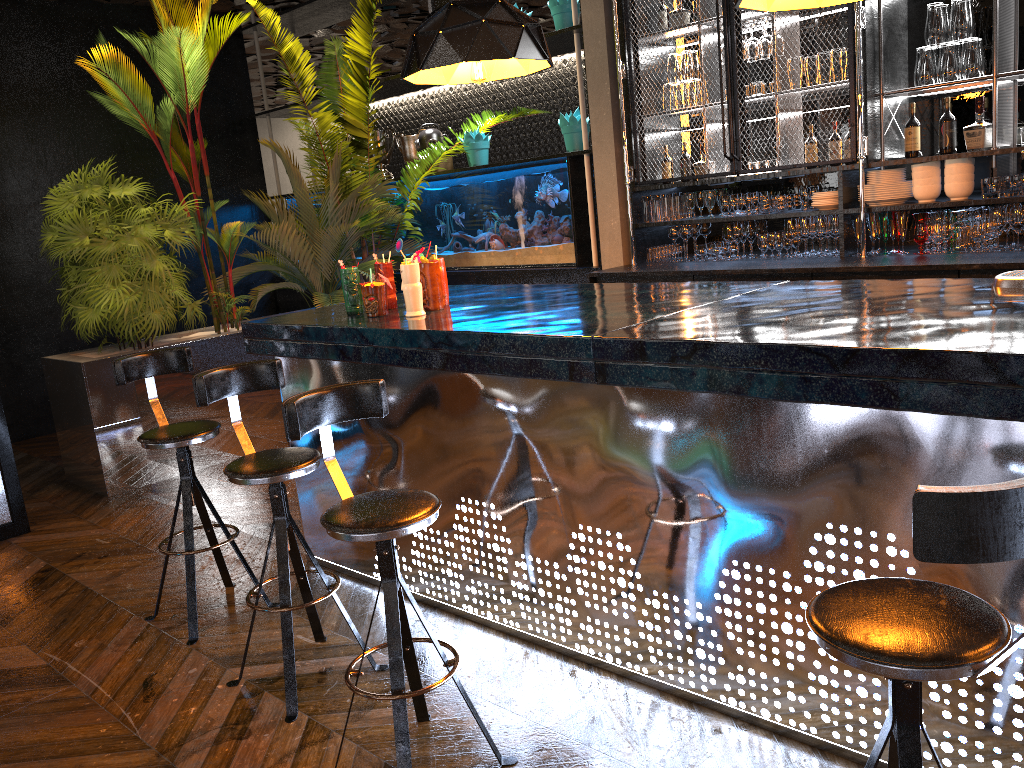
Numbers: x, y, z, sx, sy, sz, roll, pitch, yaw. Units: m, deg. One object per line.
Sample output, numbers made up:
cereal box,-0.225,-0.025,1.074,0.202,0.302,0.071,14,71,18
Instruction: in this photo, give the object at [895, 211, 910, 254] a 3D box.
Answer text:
object,2.152,-0.833,4.881,0.073,0.229,0.073,2,14,33

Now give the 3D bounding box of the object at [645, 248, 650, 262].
object,0.929,-0.881,6.065,0.028,0.097,0.028,2,14,34

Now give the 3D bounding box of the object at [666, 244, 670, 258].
object,1.093,-0.931,6.225,0.028,0.097,0.028,-16,15,-39

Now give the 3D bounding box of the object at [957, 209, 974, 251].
object,2.411,-0.818,4.719,0.082,0.213,0.082,-1,13,24

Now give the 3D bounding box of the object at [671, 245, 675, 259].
object,1.112,-0.913,6.130,0.031,0.098,0.031,-9,12,-13

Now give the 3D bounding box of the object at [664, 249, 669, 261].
object,1.050,-0.872,6.007,0.034,0.080,0.034,-4,12,12

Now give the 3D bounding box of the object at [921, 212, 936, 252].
object,2.275,-0.832,4.854,0.082,0.213,0.082,3,14,36

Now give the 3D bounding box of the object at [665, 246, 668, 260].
object,1.057,-0.897,6.079,0.031,0.098,0.031,-6,12,0

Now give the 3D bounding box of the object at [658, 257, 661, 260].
object,1.023,-0.910,6.160,0.028,0.097,0.028,-10,12,-20

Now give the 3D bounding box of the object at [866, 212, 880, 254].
object,2.058,-0.857,5.046,0.073,0.229,0.073,2,14,33

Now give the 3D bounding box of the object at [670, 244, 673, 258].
object,1.115,-0.927,6.193,0.033,0.101,0.033,-9,12,-15

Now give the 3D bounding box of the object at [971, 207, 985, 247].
object,2.537,-0.857,4.841,0.082,0.213,0.082,5,16,43

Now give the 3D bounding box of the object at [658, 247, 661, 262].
object,1.005,-0.881,6.029,0.031,0.098,0.031,-2,12,18

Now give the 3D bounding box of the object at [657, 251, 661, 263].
object,0.988,-0.852,5.942,0.034,0.080,0.034,-13,14,-31

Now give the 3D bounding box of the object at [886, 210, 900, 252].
object,2.170,-0.870,5.050,0.073,0.229,0.073,2,14,33

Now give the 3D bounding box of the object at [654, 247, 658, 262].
object,0.980,-0.873,6.002,0.031,0.098,0.031,-7,12,-6

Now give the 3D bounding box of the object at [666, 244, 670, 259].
object,1.083,-0.918,6.164,0.033,0.101,0.033,0,13,28

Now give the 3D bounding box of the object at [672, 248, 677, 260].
object,1.114,-0.891,6.067,0.034,0.080,0.034,0,13,27

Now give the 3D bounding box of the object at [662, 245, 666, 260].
object,1.054,-0.908,6.134,0.033,0.101,0.033,-16,15,-39

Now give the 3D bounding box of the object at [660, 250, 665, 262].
object,1.017,-0.862,5.973,0.034,0.080,0.034,-4,12,9

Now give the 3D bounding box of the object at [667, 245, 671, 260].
object,1.087,-0.906,6.106,0.031,0.098,0.031,-11,13,-23

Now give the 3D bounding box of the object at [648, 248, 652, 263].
object,0.939,-0.872,6.017,0.033,0.101,0.033,-10,12,-20

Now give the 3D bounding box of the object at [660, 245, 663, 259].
object,1.047,-0.917,6.180,0.028,0.097,0.028,-8,12,-10

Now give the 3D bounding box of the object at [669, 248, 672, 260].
object,1.078,-0.881,6.036,0.034,0.080,0.034,-14,14,-35

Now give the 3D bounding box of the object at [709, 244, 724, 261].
object,1.307,-0.842,5.663,0.093,0.101,0.093,-4,12,8

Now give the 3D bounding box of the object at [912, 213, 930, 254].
object,2.211,-0.813,4.793,0.082,0.213,0.082,-9,12,-15

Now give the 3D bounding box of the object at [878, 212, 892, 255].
object,2.085,-0.841,4.951,0.073,0.229,0.073,2,14,33

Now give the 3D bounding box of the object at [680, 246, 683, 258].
object,1.170,-0.909,6.128,0.034,0.080,0.034,-14,14,-35

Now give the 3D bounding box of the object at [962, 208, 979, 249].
object,2.473,-0.838,4.781,0.082,0.213,0.082,-9,12,-13

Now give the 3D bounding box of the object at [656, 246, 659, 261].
object,0.996,-0.890,6.074,0.033,0.101,0.033,2,14,35

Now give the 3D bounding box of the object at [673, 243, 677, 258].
object,1.142,-0.935,6.217,0.033,0.101,0.033,-4,12,9

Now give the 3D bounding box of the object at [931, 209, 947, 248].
object,2.395,-0.870,4.977,0.082,0.213,0.082,-1,12,21

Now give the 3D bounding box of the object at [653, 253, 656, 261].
object,0.976,-0.895,6.110,0.028,0.097,0.028,-10,12,-20

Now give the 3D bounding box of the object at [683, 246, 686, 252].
object,1.203,-0.919,6.158,0.034,0.080,0.034,-14,14,-34

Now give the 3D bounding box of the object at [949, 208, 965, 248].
object,2.463,-0.863,4.909,0.082,0.213,0.082,-9,12,-14

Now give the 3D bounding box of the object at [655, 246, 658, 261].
object,0.998,-0.902,6.133,0.028,0.097,0.028,4,16,41

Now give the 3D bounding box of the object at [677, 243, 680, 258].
object,1.159,-0.930,6.184,0.031,0.098,0.031,-16,15,-39

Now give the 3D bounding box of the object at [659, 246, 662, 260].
object,1.026,-0.899,6.104,0.033,0.101,0.033,0,13,26

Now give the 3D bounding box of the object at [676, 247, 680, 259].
object,1.141,-0.900,6.096,0.034,0.080,0.034,5,16,43

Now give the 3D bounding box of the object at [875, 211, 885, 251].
object,2.154,-0.900,5.203,0.073,0.229,0.073,2,14,33

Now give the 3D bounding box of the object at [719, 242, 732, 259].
object,1.376,-0.865,5.741,0.093,0.101,0.093,-11,13,-24

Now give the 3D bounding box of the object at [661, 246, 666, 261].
object,1.036,-0.890,6.054,0.031,0.098,0.031,-5,12,6

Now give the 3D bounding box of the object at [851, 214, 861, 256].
object,1.966,-0.846,5.039,0.073,0.229,0.073,2,14,33

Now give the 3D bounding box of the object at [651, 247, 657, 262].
object,0.971,-0.882,6.047,0.033,0.101,0.033,0,13,25

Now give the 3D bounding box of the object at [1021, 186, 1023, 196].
object,2.569,-0.966,4.423,0.044,0.048,0.049,-6,12,-2

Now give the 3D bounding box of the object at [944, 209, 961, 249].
object,2.407,-0.844,4.846,0.082,0.213,0.082,-11,13,-24

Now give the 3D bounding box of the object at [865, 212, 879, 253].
object,2.082,-0.876,5.125,0.073,0.229,0.073,2,14,33

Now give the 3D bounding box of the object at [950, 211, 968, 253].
object,2.349,-0.800,4.659,0.082,0.213,0.082,-8,12,-11

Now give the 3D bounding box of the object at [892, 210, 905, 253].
object,2.165,-0.852,4.967,0.073,0.229,0.073,2,14,33

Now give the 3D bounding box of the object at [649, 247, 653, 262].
object,0.954,-0.888,6.087,0.028,0.097,0.028,-5,12,5

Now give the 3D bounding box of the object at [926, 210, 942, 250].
object,2.337,-0.851,4.913,0.082,0.213,0.082,-5,12,5

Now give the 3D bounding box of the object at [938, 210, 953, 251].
object,2.338,-0.825,4.788,0.082,0.213,0.082,-2,12,21

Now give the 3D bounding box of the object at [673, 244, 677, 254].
object,1.136,-0.922,6.159,0.031,0.098,0.031,-6,12,2
